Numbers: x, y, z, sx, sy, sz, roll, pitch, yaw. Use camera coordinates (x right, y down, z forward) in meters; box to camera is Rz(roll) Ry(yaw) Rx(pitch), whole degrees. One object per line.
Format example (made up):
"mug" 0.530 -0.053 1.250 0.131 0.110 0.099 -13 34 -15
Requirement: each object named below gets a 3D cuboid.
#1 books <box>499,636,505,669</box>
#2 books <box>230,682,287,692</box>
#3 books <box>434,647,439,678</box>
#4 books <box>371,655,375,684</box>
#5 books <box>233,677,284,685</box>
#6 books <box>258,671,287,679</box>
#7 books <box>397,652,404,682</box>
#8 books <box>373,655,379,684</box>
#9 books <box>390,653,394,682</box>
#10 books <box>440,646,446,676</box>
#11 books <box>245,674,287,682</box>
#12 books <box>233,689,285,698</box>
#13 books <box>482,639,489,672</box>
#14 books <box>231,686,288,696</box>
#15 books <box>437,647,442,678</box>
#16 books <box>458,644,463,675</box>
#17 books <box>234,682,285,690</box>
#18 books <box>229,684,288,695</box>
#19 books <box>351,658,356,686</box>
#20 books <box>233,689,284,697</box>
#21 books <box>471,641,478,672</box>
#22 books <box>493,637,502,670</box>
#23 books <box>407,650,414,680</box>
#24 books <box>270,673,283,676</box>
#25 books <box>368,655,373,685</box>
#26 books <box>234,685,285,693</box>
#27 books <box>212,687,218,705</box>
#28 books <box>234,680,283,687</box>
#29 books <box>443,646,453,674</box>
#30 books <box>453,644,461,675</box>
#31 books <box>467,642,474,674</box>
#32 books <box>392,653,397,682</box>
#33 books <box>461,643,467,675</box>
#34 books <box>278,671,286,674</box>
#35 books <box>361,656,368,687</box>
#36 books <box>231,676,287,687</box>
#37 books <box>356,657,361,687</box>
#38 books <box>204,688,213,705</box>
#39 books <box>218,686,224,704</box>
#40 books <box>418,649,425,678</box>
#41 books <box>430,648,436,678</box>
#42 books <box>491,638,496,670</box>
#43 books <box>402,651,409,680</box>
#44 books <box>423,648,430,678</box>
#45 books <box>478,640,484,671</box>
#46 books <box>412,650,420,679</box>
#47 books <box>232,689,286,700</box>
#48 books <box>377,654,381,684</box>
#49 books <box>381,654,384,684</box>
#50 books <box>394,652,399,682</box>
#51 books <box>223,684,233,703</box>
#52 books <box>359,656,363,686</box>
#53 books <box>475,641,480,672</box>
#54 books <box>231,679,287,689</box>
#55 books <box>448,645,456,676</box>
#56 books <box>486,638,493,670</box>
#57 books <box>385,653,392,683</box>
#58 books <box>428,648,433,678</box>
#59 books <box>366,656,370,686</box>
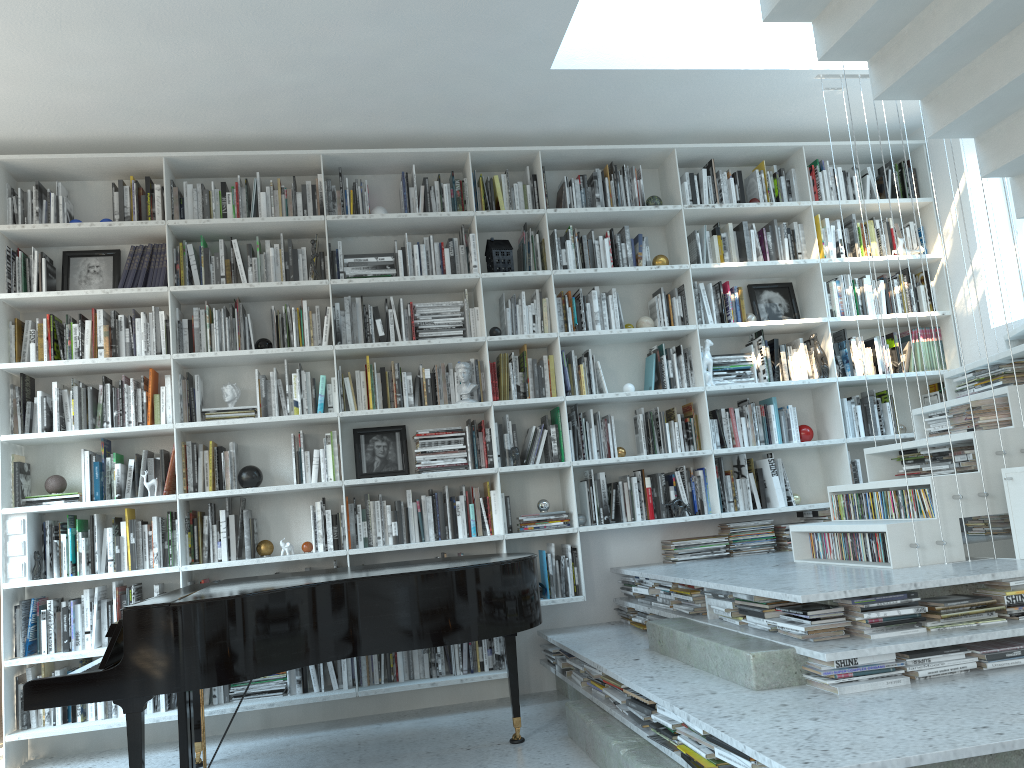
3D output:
"books" -0.071 1.479 4.933 0.023 0.181 0.149 -4 -8 -11
"books" -1.334 1.595 4.697 0.285 0.007 0.160 -4 -9 -9
"books" -0.427 1.424 4.866 0.014 0.335 0.183 -4 -8 -11
"books" -0.764 1.489 4.828 0.010 0.258 0.131 -4 -8 -11
"books" -1.338 1.562 4.704 0.254 0.007 0.161 -4 -9 -10
"books" -1.340 1.549 4.708 0.285 0.007 0.160 -4 -9 -11
"books" -0.612 1.500 4.820 0.028 0.206 0.175 -4 -8 -11
"books" -0.746 1.484 4.822 0.025 0.263 0.145 -4 -8 -11
"books" -0.659 1.491 4.834 0.012 0.238 0.129 -4 -8 -11
"books" -0.395 1.461 4.884 0.024 0.261 0.132 -4 -8 -11
"books" -1.339 1.555 4.705 0.285 0.007 0.160 -4 -9 -10
"books" -1.334 1.630 4.696 0.254 0.007 0.161 -4 -9 -11
"books" -0.160 1.472 4.908 0.022 0.205 0.191 -4 -8 -11
"books" -1.333 1.615 4.689 0.285 0.007 0.160 -3 -9 -15
"books" -0.412 1.447 4.867 0.014 0.287 0.185 -4 -8 -11
"books" -0.298 1.437 4.887 0.011 0.292 0.184 -4 -8 -11
"books" -1.335 1.588 4.694 0.254 0.007 0.161 -3 -9 -15
"books" -1.331 1.608 4.688 0.285 0.007 0.160 -5 -8 -6
"books" -0.861 1.506 4.807 0.021 0.237 0.116 -4 -8 -11
"books" -1.334 1.623 4.695 0.254 0.007 0.161 -4 -9 -10
"books" -0.223 1.462 4.914 0.028 0.238 0.140 -4 -8 -11
"books" -0.096 1.461 4.918 0.029 0.217 0.191 -4 -8 -11
"books" -0.563 1.457 4.855 0.026 0.293 0.155 -4 -8 -11
"books" -1.343 1.543 4.708 0.254 0.005 0.161 -4 -9 -11
"books" -0.777 1.448 4.819 0.014 0.339 0.140 -4 -8 -11
"books" -1.333 1.602 4.692 0.254 0.007 0.161 -3 -9 -15
"books" -1.551 1.552 4.659 0.023 0.231 0.164 -4 -8 -11
"books" -1.337 1.575 4.702 0.254 0.007 0.161 -4 -9 -10
"books" -0.363 1.485 4.895 0.040 0.212 0.129 -4 -8 -11
"books" -0.314 1.479 4.876 0.029 0.209 0.170 -4 -8 -11
"books" -0.243 1.421 4.893 0.013 0.316 0.187 -4 -8 -11
"books" -0.650 1.472 4.843 0.012 0.276 0.155 -4 -8 -11
"books" -0.267 1.454 4.879 0.044 0.250 0.187 -4 -8 -11
"books" -1.343 1.537 4.704 0.285 0.005 0.160 -3 -9 -13
"books" -0.803 1.489 4.790 0.026 0.256 0.183 -4 -8 -11
"books" -1.336 1.567 4.694 0.285 0.007 0.160 -3 -9 -16
"books" -0.836 1.495 4.805 0.012 0.253 0.161 -4 -8 -11
"books" -1.587 1.578 4.651 0.053 0.183 0.148 -4 -8 -11
"books" -1.528 1.554 4.672 0.027 0.227 0.139 -4 -8 -11
"books" -0.506 1.470 4.865 0.028 0.260 0.133 -4 -8 -11
"books" -0.441 1.488 4.863 0.022 0.212 0.167 -4 -8 -11
"books" -0.119 1.444 4.923 0.012 0.256 0.177 -4 -8 -11
"books" -0.588 1.508 4.854 0.030 0.196 0.143 -4 -8 -11
"books" -0.477 1.496 4.864 0.024 0.203 0.145 -4 -8 -11
"books" -0.184 1.482 4.913 0.024 0.191 0.155 -4 -8 -11
"books" -0.534 1.485 4.859 0.030 0.234 0.138 -4 -8 -11
"books" -1.332 1.636 4.687 0.254 0.007 0.161 -4 -8 -7
"books" -0.729 1.445 4.820 0.012 0.336 0.144 -4 -8 -11
"books" -0.706 1.457 4.823 0.034 0.310 0.170 -4 -8 -11
"books" -0.637 1.482 4.844 0.012 0.255 0.151 -4 -8 -11
"books" -1.504 1.525 4.681 0.027 0.282 0.129 -4 -8 -11
"books" -0.824 1.503 4.809 0.010 0.237 0.134 -4 -8 -11
"books" -0.203 1.448 4.905 0.011 0.258 0.172 -4 -8 -11
"books" -1.335 1.581 4.694 0.285 0.007 0.160 -3 -9 -15
"books" -0.332 1.482 4.868 0.010 0.205 0.180 -4 -8 -11
"books" -0.139 1.461 4.926 0.028 0.227 0.162 -4 -8 -11
"books" -0.677 1.488 4.834 0.022 0.246 0.144 -4 -8 -11
"books" -0.460 1.452 4.861 0.013 0.284 0.185 -4 -8 -11
"books" -0.786 1.466 4.797 0.014 0.300 0.185 -4 -8 -11
